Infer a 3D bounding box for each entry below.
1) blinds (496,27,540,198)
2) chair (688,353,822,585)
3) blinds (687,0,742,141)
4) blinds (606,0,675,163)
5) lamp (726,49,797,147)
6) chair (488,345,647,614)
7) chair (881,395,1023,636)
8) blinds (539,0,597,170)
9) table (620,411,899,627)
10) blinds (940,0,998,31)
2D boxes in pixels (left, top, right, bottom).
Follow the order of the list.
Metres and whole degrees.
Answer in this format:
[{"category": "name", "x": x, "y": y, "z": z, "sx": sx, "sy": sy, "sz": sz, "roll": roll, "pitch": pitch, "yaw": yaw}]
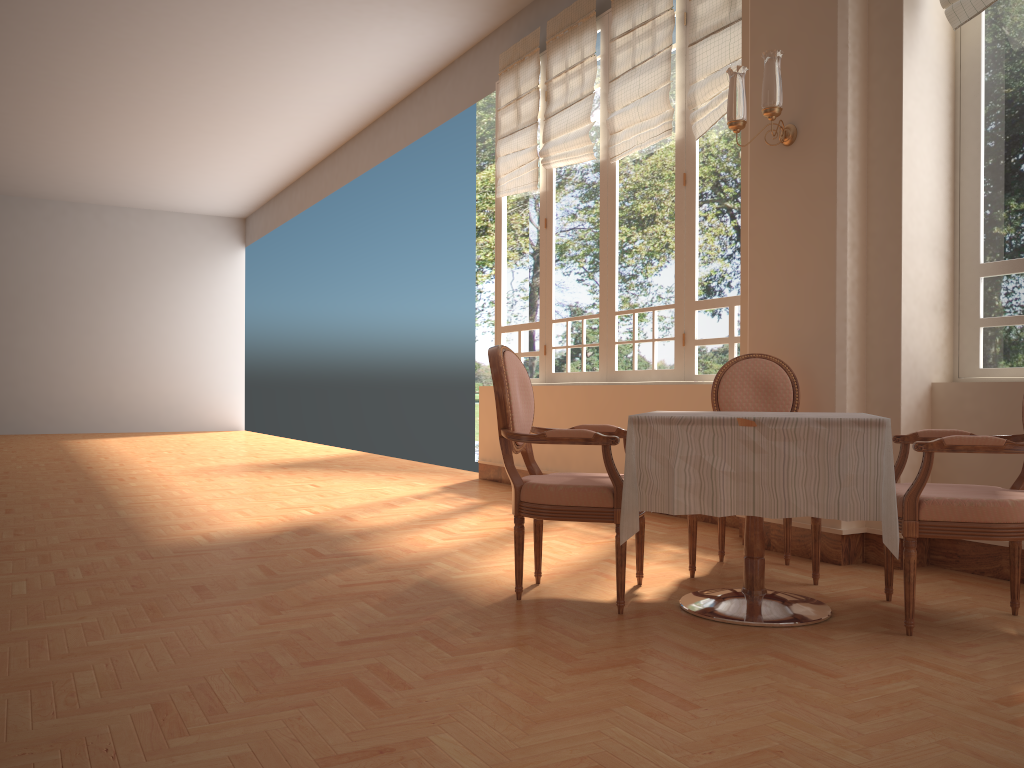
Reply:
[{"category": "blinds", "x": 0.044, "y": -2.182, "z": 7.300, "sx": 0.038, "sy": 1.292, "sz": 0.689, "roll": 0, "pitch": 0, "yaw": -29}, {"category": "chair", "x": 1.028, "y": 0.324, "z": 3.770, "sx": 0.521, "sy": 0.931, "sz": 0.593, "roll": 0, "pitch": 0, "yaw": 16}, {"category": "blinds", "x": 1.262, "y": -2.155, "z": 5.119, "sx": 0.072, "sy": 1.376, "sz": 0.699, "roll": 0, "pitch": 0, "yaw": -28}, {"category": "blinds", "x": 0.837, "y": -2.187, "z": 5.861, "sx": 0.054, "sy": 1.301, "sz": 0.689, "roll": 0, "pitch": 0, "yaw": -29}, {"category": "lamp", "x": 1.169, "y": -1.281, "z": 4.057, "sx": 0.274, "sy": 0.362, "sz": 0.320, "roll": 0, "pitch": 0, "yaw": -29}, {"category": "chair", "x": 0.206, "y": 0.316, "z": 3.302, "sx": 0.593, "sy": 0.931, "sz": 0.521, "roll": 0, "pitch": 0, "yaw": 16}, {"category": "chair", "x": 1.532, "y": 0.318, "z": 2.919, "sx": 0.593, "sy": 0.931, "sz": 0.521, "roll": 0, "pitch": 0, "yaw": 16}, {"category": "blinds", "x": 0.415, "y": -2.215, "z": 6.604, "sx": 0.085, "sy": 1.235, "sz": 0.699, "roll": 0, "pitch": 0, "yaw": -29}, {"category": "table", "x": 0.848, "y": 0.443, "z": 3.096, "sx": 0.829, "sy": 0.677, "sz": 0.831, "roll": 0, "pitch": 0, "yaw": 16}, {"category": "blinds", "x": 2.032, "y": -2.167, "z": 3.421, "sx": 0.072, "sy": 1.376, "sz": 0.843, "roll": 0, "pitch": 0, "yaw": -29}]
